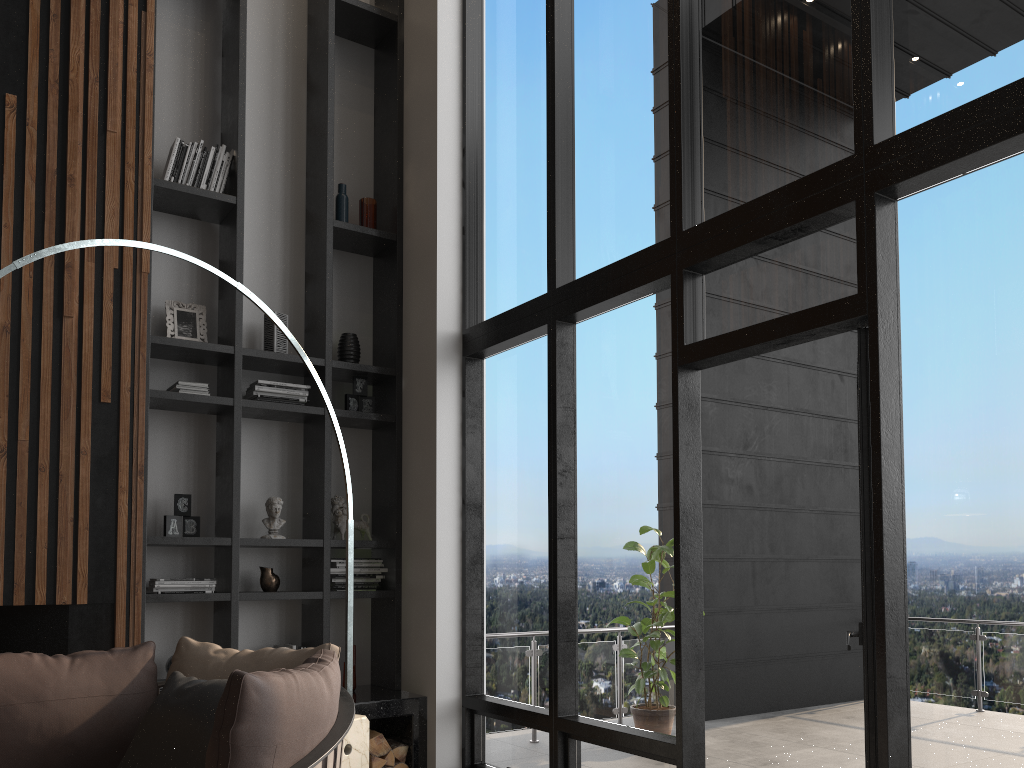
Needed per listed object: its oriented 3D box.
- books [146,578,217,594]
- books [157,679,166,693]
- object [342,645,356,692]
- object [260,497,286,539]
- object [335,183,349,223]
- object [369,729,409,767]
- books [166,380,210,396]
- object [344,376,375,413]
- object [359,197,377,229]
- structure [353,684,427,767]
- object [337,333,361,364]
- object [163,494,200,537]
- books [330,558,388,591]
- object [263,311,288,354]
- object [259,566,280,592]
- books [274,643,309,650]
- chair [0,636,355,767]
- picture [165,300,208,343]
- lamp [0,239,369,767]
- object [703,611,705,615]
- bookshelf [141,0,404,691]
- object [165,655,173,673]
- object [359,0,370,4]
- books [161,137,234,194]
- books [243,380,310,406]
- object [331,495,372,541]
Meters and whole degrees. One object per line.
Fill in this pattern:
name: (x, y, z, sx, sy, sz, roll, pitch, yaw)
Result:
books: (-1.738, 1.063, 4.608, 0.324, 0.077, 0.222, 8, -14, -34)
books: (-1.751, 1.618, 4.600, 0.340, 0.125, 0.222, 7, -12, -34)
object: (-0.945, 1.653, 5.088, 0.082, 0.263, 0.082, 1, -4, -12)
object: (-1.340, 0.755, 4.913, 0.138, 0.241, 0.138, -1, -5, 7)
object: (-1.014, -1.047, 5.219, 0.078, 0.290, 0.079, 0, -4, 3)
object: (-2.281, 1.814, 3.831, 4.057, 0.386, 0.441, 8, -11, -32)
books: (-1.741, 0.046, 4.689, 0.176, 0.071, 0.332, 7, -14, -33)
object: (-0.903, 0.072, 5.190, 0.189, 0.230, 0.060, 4, -5, -31)
object: (-0.875, -1.000, 5.316, 0.103, 0.227, 0.102, -4, -6, 41)
structure: (-3.368, 1.643, 3.319, 6.564, 0.452, 0.676, 8, -12, -33)
object: (-0.977, -0.188, 5.246, 0.142, 0.215, 0.142, 5, -8, -43)
object: (-1.753, 0.703, 4.653, 0.189, 0.232, 0.059, 5, -6, -36)
books: (-0.950, 1.123, 5.162, 0.375, 0.188, 0.220, 7, -11, -33)
object: (-1.341, -0.266, 4.970, 0.105, 0.256, 0.105, -3, -5, 36)
object: (-1.360, 1.095, 4.913, 0.100, 0.141, 0.104, -1, -6, 4)
books: (-1.279, 1.606, 4.907, 0.334, 0.284, 0.176, 5, -8, -34)
chair: (-1.235, 1.303, 2.780, 1.443, 0.886, 1.510, 1, -10, -7)
picture: (-1.770, -0.316, 4.752, 0.217, 0.268, 0.115, 4, -6, -33)
lamp: (-1.233, 0.654, 3.089, 0.321, 2.303, 2.056, -2, -7, 32)
object: (1.007, 1.678, 5.886, 0.530, 1.450, 0.782, -2, -5, 26)
bookshelf: (-1.355, -0.883, 4.998, 1.464, 5.250, 0.340, 2, -4, -34)
object: (-1.751, 1.488, 4.602, 0.136, 0.131, 0.136, -6, -9, 35)
object: (-0.947, -2.356, 5.363, 0.134, 0.257, 0.084, 2, -4, -24)
books: (-1.716, -1.150, 4.743, 0.369, 0.296, 0.187, 6, -8, -34)
books: (-1.331, 0.073, 4.952, 0.324, 0.126, 0.222, 7, -12, -34)
object: (-0.961, 0.801, 5.214, 0.253, 0.277, 0.132, 6, -8, -41)
